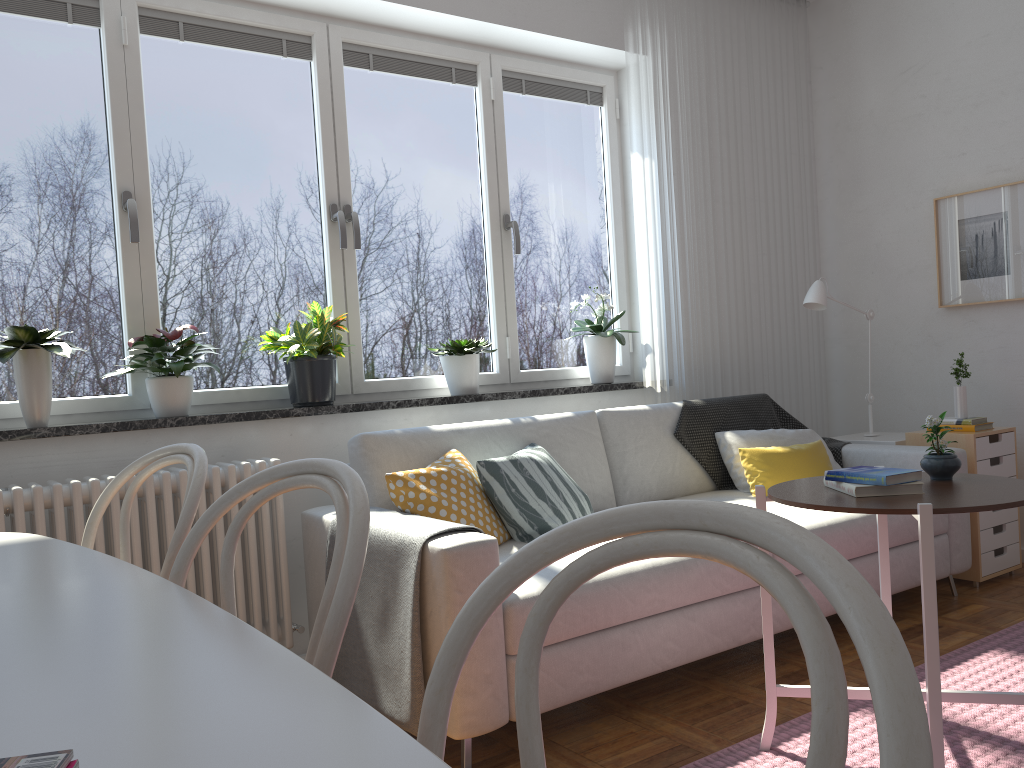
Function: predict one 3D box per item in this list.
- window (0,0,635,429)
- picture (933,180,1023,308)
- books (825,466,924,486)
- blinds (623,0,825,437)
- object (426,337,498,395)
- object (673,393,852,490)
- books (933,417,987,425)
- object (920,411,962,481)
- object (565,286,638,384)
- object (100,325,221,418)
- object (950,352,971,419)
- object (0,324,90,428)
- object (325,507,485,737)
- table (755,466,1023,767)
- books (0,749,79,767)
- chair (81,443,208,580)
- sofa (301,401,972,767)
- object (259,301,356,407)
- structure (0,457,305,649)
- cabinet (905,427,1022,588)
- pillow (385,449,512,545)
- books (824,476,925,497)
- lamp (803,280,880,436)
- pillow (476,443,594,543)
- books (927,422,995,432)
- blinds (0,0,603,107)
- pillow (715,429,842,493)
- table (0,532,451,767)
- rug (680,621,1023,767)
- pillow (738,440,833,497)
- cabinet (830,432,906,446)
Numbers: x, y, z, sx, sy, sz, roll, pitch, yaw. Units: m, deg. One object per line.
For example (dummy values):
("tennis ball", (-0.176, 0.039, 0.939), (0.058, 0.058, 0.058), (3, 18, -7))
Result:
("window", (-0.671, -0.682, 3.470), (3.018, 1.511, 0.151), (-4, 2, -35))
("picture", (2.181, -0.634, 4.101), (0.050, 0.524, 0.431), (-5, 2, -35))
("books", (0.870, 0.220, 2.136), (0.136, 0.024, 0.175), (-4, 1, -30))
("blinds", (1.104, -0.563, 4.360), (1.291, 2.888, 0.055), (-5, 2, -35))
("object", (-0.202, -0.075, 3.641), (0.283, 0.237, 0.267), (-3, 1, 37))
("object", (1.149, 0.367, 3.957), (0.677, 0.648, 0.977), (-3, 1, 25))
("books", (1.945, 0.160, 3.853), (0.136, 0.024, 0.175), (-4, 1, -35))
("object", (1.086, 0.156, 2.252), (0.096, 0.175, 0.108), (-3, 2, 34))
("object", (0.377, -0.221, 4.110), (0.340, 0.444, 0.286), (-2, 2, 44))
("object", (-1.157, -0.044, 2.989), (0.371, 0.309, 0.379), (-3, 1, 30))
("object", (1.943, 0.005, 3.836), (0.081, 0.287, 0.085), (-4, 2, -28))
("object", (-1.453, -0.025, 2.719), (0.292, 0.316, 0.354), (-5, 2, -44))
("object", (-0.309, 0.646, 2.551), (0.288, 0.534, 0.608), (-5, 2, -35))
("table", (0.964, 0.582, 2.172), (0.617, 0.688, 0.618), (-4, 2, -36))
("books", (-0.388, 0.248, 0.438), (0.278, 0.022, 0.204), (-4, 1, -8))
("chair", (0.279, 0.288, 2.660), (0.448, 1.343, 3.691), (-2, 2, 41))
("sofa", (0.571, 0.515, 3.275), (2.460, 0.843, 1.004), (-4, 1, -35))
("object", (-0.748, -0.110, 3.240), (0.333, 0.385, 0.299), (-4, 1, -19))
("structure", (-1.148, 0.581, 2.734), (0.971, 0.624, 0.224), (-4, 2, -35))
("cabinet", (1.971, 0.521, 3.871), (0.349, 0.643, 0.301), (-5, 2, -35))
("pillow", (-0.190, 0.385, 2.853), (0.313, 0.318, 0.464), (-3, 1, 23))
("books", (0.876, 0.244, 2.160), (0.162, 0.026, 0.209), (-4, 1, 0))
("lamp", (0.679, 0.269, 2.305), (0.332, 1.347, 4.588), (-3, 1, 25))
("pillow", (0.093, 0.363, 3.030), (0.309, 0.289, 0.469), (-3, 1, 26))
("books", (1.951, 0.186, 3.859), (0.163, 0.028, 0.211), (-4, 1, -35))
("blinds", (-0.729, -1.302, 3.480), (2.843, 0.098, 0.015), (-4, 2, -35))
("pillow", (1.148, 0.317, 3.773), (0.532, 0.259, 0.301), (-4, 1, -21))
("table", (-0.621, 0.657, 0.646), (0.931, 0.770, 2.289), (-4, 1, -35))
("rug", (1.721, 0.883, 1.670), (2.456, 0.008, 2.366), (-4, 1, -35))
("pillow", (1.115, 0.338, 3.566), (0.401, 0.194, 0.211), (-4, 1, -17))
("cabinet", (1.779, 0.549, 4.242), (0.400, 0.600, 0.400), (-5, 2, -35))
